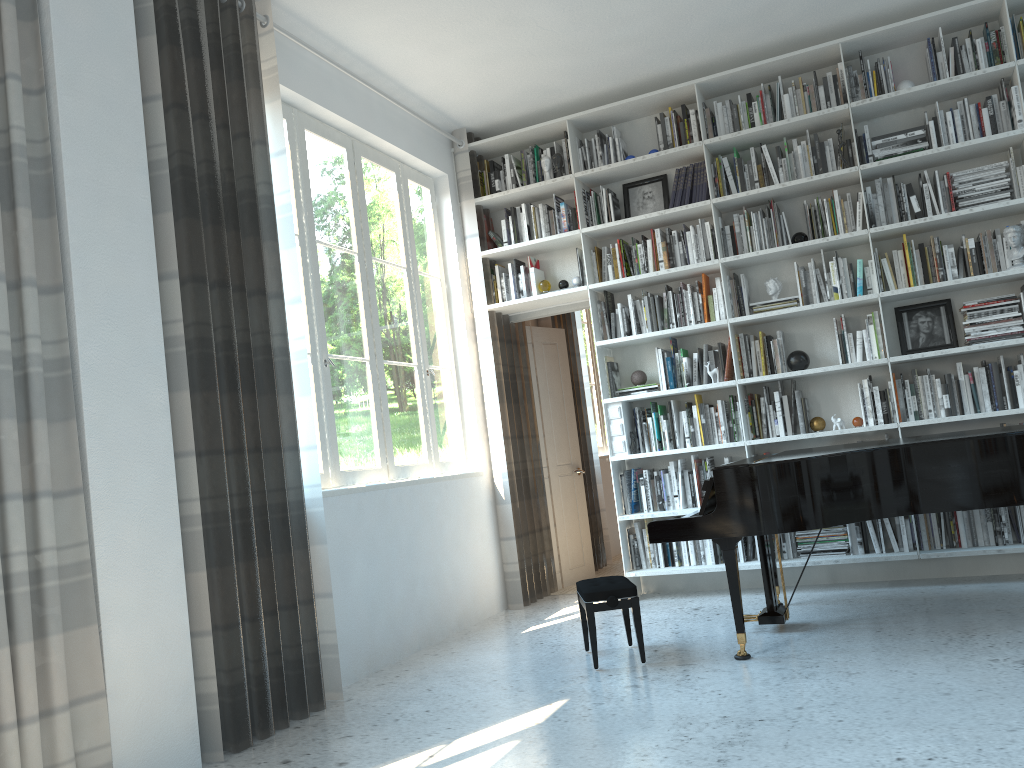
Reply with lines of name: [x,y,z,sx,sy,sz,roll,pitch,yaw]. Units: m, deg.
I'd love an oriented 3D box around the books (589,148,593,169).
books: [0.553,-1.457,5.889,0.017,0.193,0.129,-9,-5,23]

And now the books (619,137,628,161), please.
books: [0.737,-1.494,5.810,0.013,0.210,0.136,-9,-5,23]

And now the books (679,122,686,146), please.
books: [1.107,-1.545,5.633,0.027,0.190,0.177,-9,-5,23]

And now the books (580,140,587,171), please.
books: [0.495,-1.481,5.908,0.007,0.258,0.156,-9,-5,23]

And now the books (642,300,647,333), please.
books: [0.874,-0.417,5.705,0.014,0.229,0.148,-9,-5,23]

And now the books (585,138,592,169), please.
books: [0.531,-1.482,5.884,0.012,0.249,0.180,-9,-5,23]

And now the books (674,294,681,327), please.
books: [1.068,-0.448,5.616,0.013,0.229,0.177,-9,-5,23]

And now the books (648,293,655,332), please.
books: [0.915,-0.443,5.695,0.011,0.270,0.158,-9,-5,23]

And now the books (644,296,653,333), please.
books: [0.895,-0.430,5.685,0.021,0.247,0.189,-9,-5,23]

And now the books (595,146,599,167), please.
books: [0.592,-1.463,5.869,0.014,0.192,0.146,-9,-5,23]

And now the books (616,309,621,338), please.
books: [0.712,-0.379,5.783,0.042,0.208,0.143,-9,-5,23]

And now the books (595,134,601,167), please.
books: [0.596,-1.499,5.854,0.016,0.260,0.154,-9,-5,23]

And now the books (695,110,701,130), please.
books: [1.211,-1.591,5.605,0.039,0.252,0.146,-9,-5,23]

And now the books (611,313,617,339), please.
books: [0.685,-0.363,5.775,0.037,0.182,0.189,-9,-5,23]

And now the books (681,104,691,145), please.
books: [1.120,-1.602,5.618,0.025,0.297,0.163,-9,-5,23]

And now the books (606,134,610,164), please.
books: [0.657,-1.504,5.836,0.013,0.252,0.129,-9,-5,23]

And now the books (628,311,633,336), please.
books: [0.795,-0.380,5.767,0.021,0.187,0.129,-9,-5,23]

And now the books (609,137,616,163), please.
books: [0.679,-1.489,5.808,0.021,0.213,0.173,-9,-5,23]

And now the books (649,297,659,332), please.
books: [0.926,-0.430,5.672,0.024,0.237,0.167,-9,-5,23]

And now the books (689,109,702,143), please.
books: [1.172,-1.588,5.606,0.031,0.254,0.178,-9,-5,23]

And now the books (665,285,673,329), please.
books: [1.016,-0.475,5.643,0.013,0.299,0.151,-9,-5,23]

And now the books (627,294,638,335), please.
books: [0.801,-0.430,5.741,0.023,0.281,0.174,-9,-5,23]

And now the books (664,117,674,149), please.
books: [1.022,-1.561,5.666,0.028,0.249,0.155,-9,-5,23]

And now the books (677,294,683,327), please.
books: [1.085,-0.449,5.621,0.013,0.227,0.151,-9,-5,23]

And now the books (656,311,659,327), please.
books: [0.954,-0.415,5.689,0.010,0.204,0.139,-9,-5,23]

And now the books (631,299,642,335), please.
books: [0.815,-0.416,5.725,0.011,0.245,0.176,-9,-5,23]

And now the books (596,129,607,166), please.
books: [0.609,-1.512,5.831,0.015,0.279,0.190,-9,-5,23]

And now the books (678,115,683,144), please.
books: [1.095,-1.573,5.666,0.013,0.254,0.129,-9,-5,23]

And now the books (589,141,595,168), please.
books: [0.559,-1.475,5.869,0.013,0.224,0.177,-9,-5,23]

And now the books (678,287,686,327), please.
books: [1.092,-0.473,5.614,0.012,0.272,0.145,-9,-5,23]

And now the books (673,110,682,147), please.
books: [1.072,-1.582,5.645,0.011,0.274,0.183,-9,-5,23]

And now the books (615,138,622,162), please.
books: [0.721,-1.489,5.806,0.014,0.201,0.170,-9,-5,23]

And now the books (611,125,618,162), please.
books: [0.695,-1.534,5.824,0.007,0.301,0.145,-9,-5,23]

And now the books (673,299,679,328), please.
books: [1.060,-0.433,5.635,0.021,0.205,0.130,-9,-5,23]

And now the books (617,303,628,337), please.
books: [0.733,-0.398,5.757,0.022,0.235,0.177,-9,-5,23]

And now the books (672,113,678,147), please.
books: [1.062,-1.575,5.648,0.010,0.263,0.156,-9,-5,23]

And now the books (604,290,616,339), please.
books: [0.651,-0.435,5.785,0.012,0.333,0.184,-9,-5,23]

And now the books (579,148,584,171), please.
books: [0.486,-1.452,5.905,0.017,0.204,0.142,-9,-5,23]

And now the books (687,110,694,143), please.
books: [1.153,-1.586,5.629,0.022,0.260,0.152,-9,-5,23]

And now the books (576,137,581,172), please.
books: [0.473,-1.490,5.921,0.007,0.285,0.159,-9,-5,23]

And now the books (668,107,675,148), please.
books: [1.047,-1.599,5.684,0.014,0.320,0.137,-9,-5,23]

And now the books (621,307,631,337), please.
books: [0.754,-0.386,5.736,0.028,0.203,0.188,-9,-5,23]

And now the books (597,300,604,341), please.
books: [0.609,-0.401,5.833,0.012,0.285,0.159,-9,-5,23]

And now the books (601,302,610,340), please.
books: [0.639,-0.399,5.792,0.027,0.265,0.176,-9,-5,23]

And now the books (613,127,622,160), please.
books: [0.710,-1.531,5.831,0.015,0.293,0.131,-9,-5,23]

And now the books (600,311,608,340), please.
books: [0.628,-0.367,5.814,0.026,0.209,0.155,-9,-5,23]

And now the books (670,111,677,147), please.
books: [1.056,-1.583,5.664,0.013,0.283,0.166,-9,-5,23]

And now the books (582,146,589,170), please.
books: [0.516,-1.460,5.898,0.032,0.210,0.158,-9,-5,23]

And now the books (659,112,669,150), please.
books: [0.997,-1.573,5.678,0.024,0.279,0.188,-9,-5,23]

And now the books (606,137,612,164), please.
books: [0.666,-1.490,5.821,0.013,0.219,0.181,-9,-5,23]

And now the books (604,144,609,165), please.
books: [0.641,-1.466,5.836,0.026,0.182,0.161,-9,-5,23]

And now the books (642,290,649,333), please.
books: [0.881,-0.450,5.700,0.011,0.293,0.183,-9,-5,23]

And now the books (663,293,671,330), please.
books: [0.998,-0.448,5.670,0.048,0.256,0.141,-9,-5,23]

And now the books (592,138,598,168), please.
books: [0.573,-1.486,5.868,0.016,0.243,0.156,-9,-5,23]

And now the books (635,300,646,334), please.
books: [0.852,-0.418,5.735,0.049,0.242,0.139,-9,-5,23]

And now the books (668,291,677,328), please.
books: [1.038,-0.455,5.644,0.021,0.256,0.156,-9,-5,23]

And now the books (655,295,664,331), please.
books: [0.960,-0.437,5.667,0.023,0.242,0.184,-9,-5,23]
